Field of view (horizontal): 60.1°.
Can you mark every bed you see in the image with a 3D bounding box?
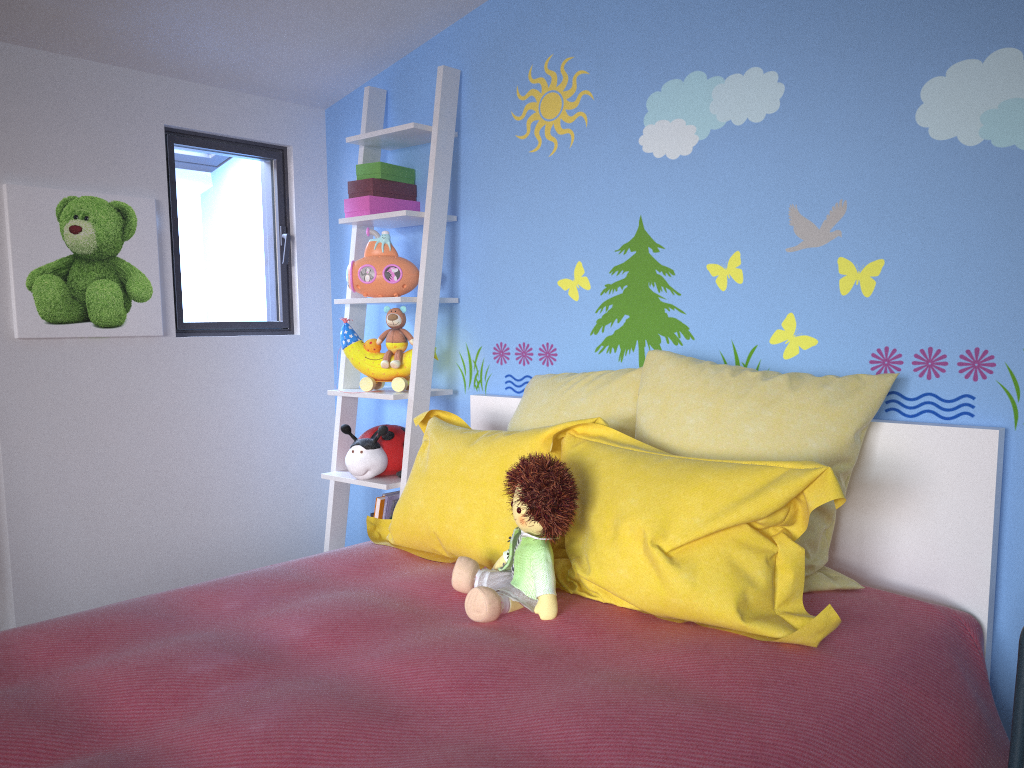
[{"bbox_3d":[-0.278,0.537,1.590,1.922,0.816,2.309,3,6,41],"label":"bed"}]

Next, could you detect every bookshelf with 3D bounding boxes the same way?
[{"bbox_3d":[-0.424,-0.087,2.969,0.390,1.863,0.379,6,9,41],"label":"bookshelf"}]

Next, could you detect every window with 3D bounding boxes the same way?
[{"bbox_3d":[-1.041,-0.541,3.179,0.208,0.752,0.584,6,8,41],"label":"window"}]

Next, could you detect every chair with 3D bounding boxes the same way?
[{"bbox_3d":[1.200,0.592,1.576,0.511,0.679,0.415,4,8,38],"label":"chair"}]

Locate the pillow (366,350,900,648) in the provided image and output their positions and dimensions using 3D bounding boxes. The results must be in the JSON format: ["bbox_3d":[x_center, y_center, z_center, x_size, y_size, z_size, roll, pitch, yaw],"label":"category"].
[{"bbox_3d":[0.223,0.189,2.148,1.342,0.535,0.677,4,7,42],"label":"pillow"}]

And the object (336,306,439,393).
[{"bbox_3d":[-0.432,-0.115,2.917,0.372,0.283,0.153,1,7,14],"label":"object"}]

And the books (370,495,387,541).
[{"bbox_3d":[-0.379,0.478,2.913,0.079,0.250,0.197,5,8,41],"label":"books"}]

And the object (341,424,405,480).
[{"bbox_3d":[-0.445,0.216,2.984,0.321,0.184,0.252,-5,7,-42],"label":"object"}]

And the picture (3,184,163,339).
[{"bbox_3d":[-1.308,-0.366,2.734,0.026,0.446,0.449,6,8,41],"label":"picture"}]

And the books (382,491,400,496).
[{"bbox_3d":[-0.368,0.472,2.956,0.077,0.255,0.208,6,8,41],"label":"books"}]

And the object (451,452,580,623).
[{"bbox_3d":[0.011,0.309,1.819,0.251,0.344,0.284,-2,6,-14],"label":"object"}]

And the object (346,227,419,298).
[{"bbox_3d":[-0.404,-0.402,2.941,0.295,0.235,0.156,1,6,12],"label":"object"}]

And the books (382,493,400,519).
[{"bbox_3d":[2.237,3.643,3.753,5.392,6.752,0.358,-1,7,-8],"label":"books"}]
